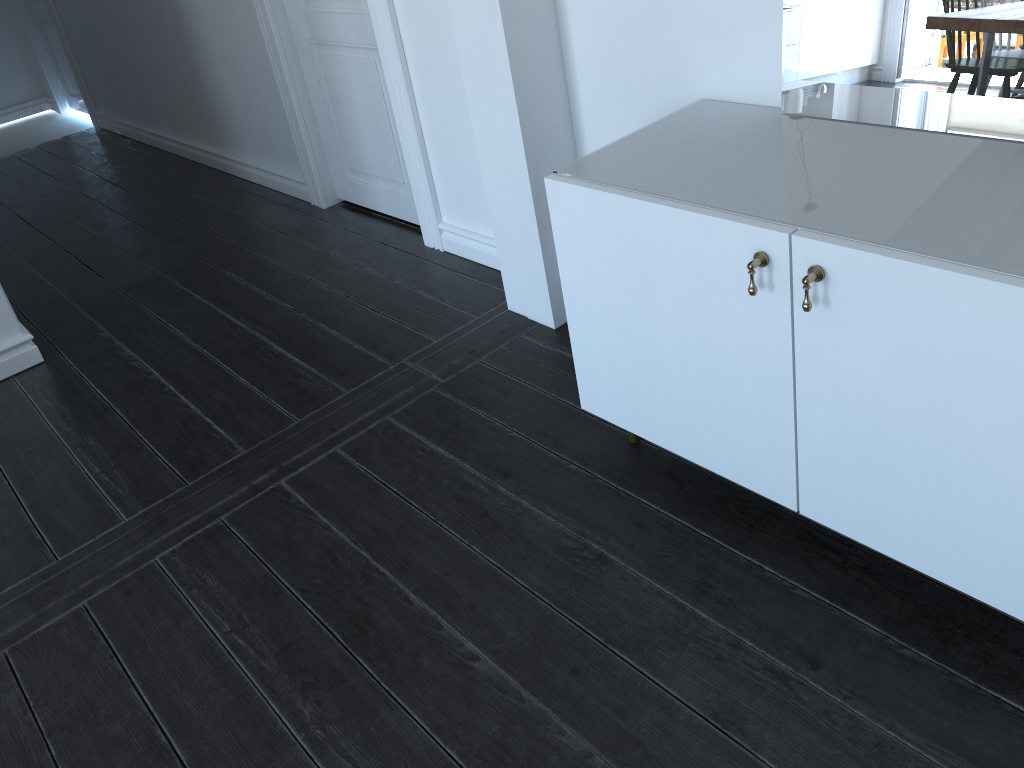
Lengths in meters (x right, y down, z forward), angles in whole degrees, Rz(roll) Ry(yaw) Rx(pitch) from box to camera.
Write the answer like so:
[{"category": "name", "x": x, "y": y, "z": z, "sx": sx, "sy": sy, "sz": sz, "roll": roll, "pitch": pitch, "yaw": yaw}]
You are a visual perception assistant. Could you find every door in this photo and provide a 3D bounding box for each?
[{"category": "door", "x": -3.530, "y": -3.089, "z": 6.281, "sx": 0.119, "sy": 2.358, "sz": 1.095, "roll": -29, "pitch": 33, "yaw": -30}, {"category": "door", "x": -0.777, "y": -1.731, "z": 3.284, "sx": 0.119, "sy": 2.358, "sz": 1.065, "roll": -29, "pitch": 33, "yaw": -30}]

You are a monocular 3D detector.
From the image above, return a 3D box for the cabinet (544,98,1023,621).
[{"category": "cabinet", "x": 0.709, "y": -0.070, "z": 1.763, "sx": 0.606, "sy": 0.700, "sz": 1.228, "roll": -30, "pitch": 36, "yaw": -30}]

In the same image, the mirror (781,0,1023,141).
[{"category": "mirror", "x": 0.813, "y": -0.718, "z": 1.638, "sx": 0.055, "sy": 0.479, "sz": 0.712, "roll": -29, "pitch": 35, "yaw": -30}]
